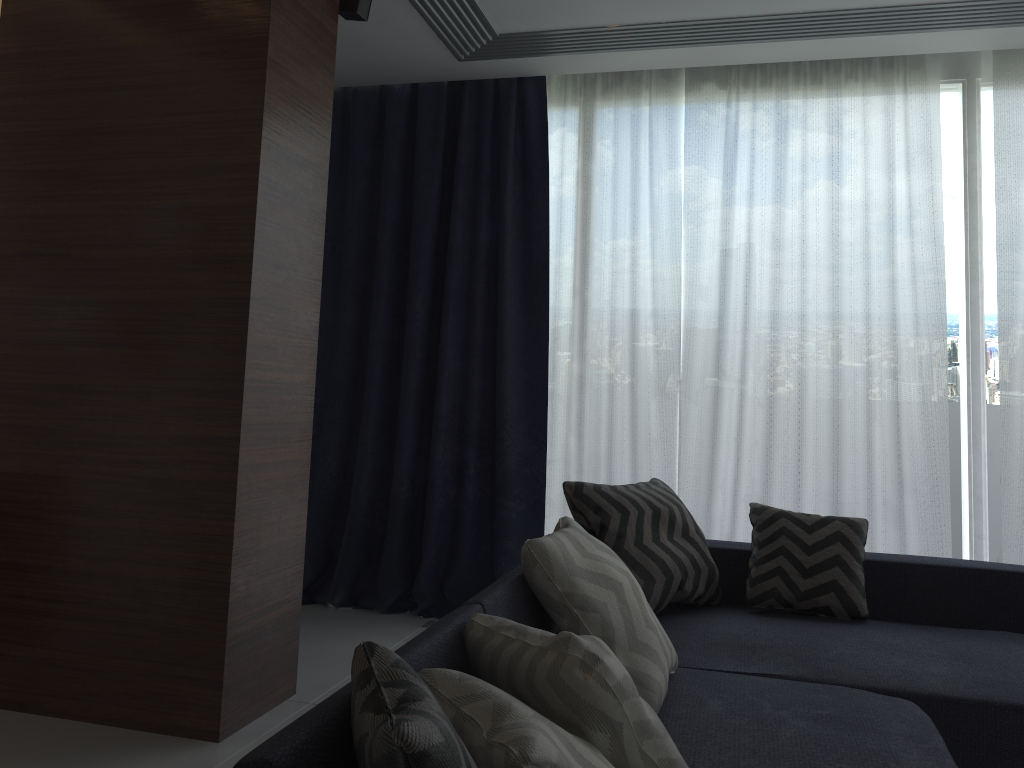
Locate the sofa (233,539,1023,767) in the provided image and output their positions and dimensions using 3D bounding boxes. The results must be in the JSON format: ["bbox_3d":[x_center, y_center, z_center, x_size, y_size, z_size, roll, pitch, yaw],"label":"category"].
[{"bbox_3d":[0.833,0.780,1.911,1.899,0.612,2.855,2,-1,15],"label":"sofa"}]

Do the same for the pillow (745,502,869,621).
[{"bbox_3d":[1.034,0.617,3.100,0.415,0.347,0.284,1,-4,20],"label":"pillow"}]

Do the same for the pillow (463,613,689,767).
[{"bbox_3d":[0.115,0.576,1.522,0.279,0.354,0.417,5,-4,-32],"label":"pillow"}]

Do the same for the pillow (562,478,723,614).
[{"bbox_3d":[0.463,0.605,3.088,0.595,0.522,0.354,5,-5,-45],"label":"pillow"}]

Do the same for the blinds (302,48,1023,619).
[{"bbox_3d":[1.222,-0.306,1.134,7.137,2.794,5.762,2,-2,18],"label":"blinds"}]

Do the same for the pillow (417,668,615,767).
[{"bbox_3d":[0.069,0.577,1.242,0.329,0.297,0.414,4,-3,-23],"label":"pillow"}]

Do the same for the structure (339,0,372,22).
[{"bbox_3d":[-0.591,-1.441,3.315,0.114,0.143,0.084,1,-5,20],"label":"structure"}]

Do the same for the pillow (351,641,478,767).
[{"bbox_3d":[-0.082,0.532,1.055,0.221,0.389,0.413,4,-4,-15],"label":"pillow"}]

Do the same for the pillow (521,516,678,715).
[{"bbox_3d":[0.229,0.562,2.197,0.343,0.391,0.491,1,-3,15],"label":"pillow"}]
